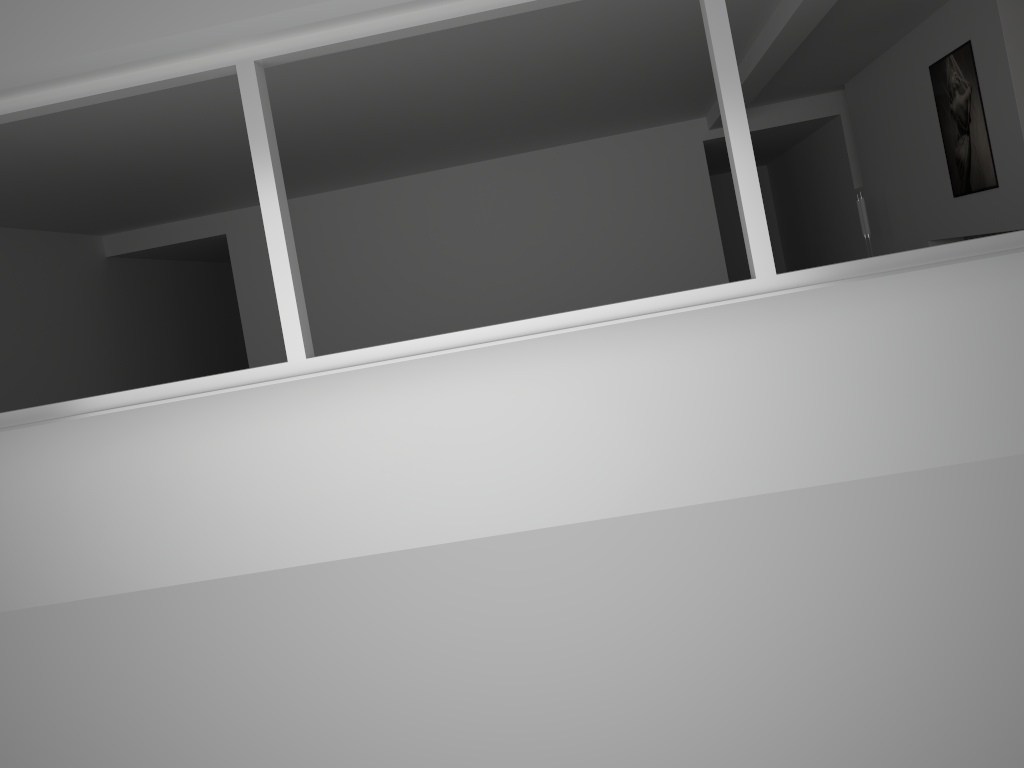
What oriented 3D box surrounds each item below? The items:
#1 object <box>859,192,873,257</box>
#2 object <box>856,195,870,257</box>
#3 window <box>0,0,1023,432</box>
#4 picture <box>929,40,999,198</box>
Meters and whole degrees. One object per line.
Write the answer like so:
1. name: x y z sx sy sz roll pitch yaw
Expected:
1. object: 3.211 -1.016 7.787 0.180 1.396 0.180 -10 -1 6
2. object: 3.356 -1.085 8.223 0.180 1.396 0.180 -10 -1 6
3. window: -1.007 -0.732 3.749 8.032 1.435 0.110 -10 -1 6
4. picture: 3.177 -1.841 6.221 0.004 1.005 0.748 -10 1 7
